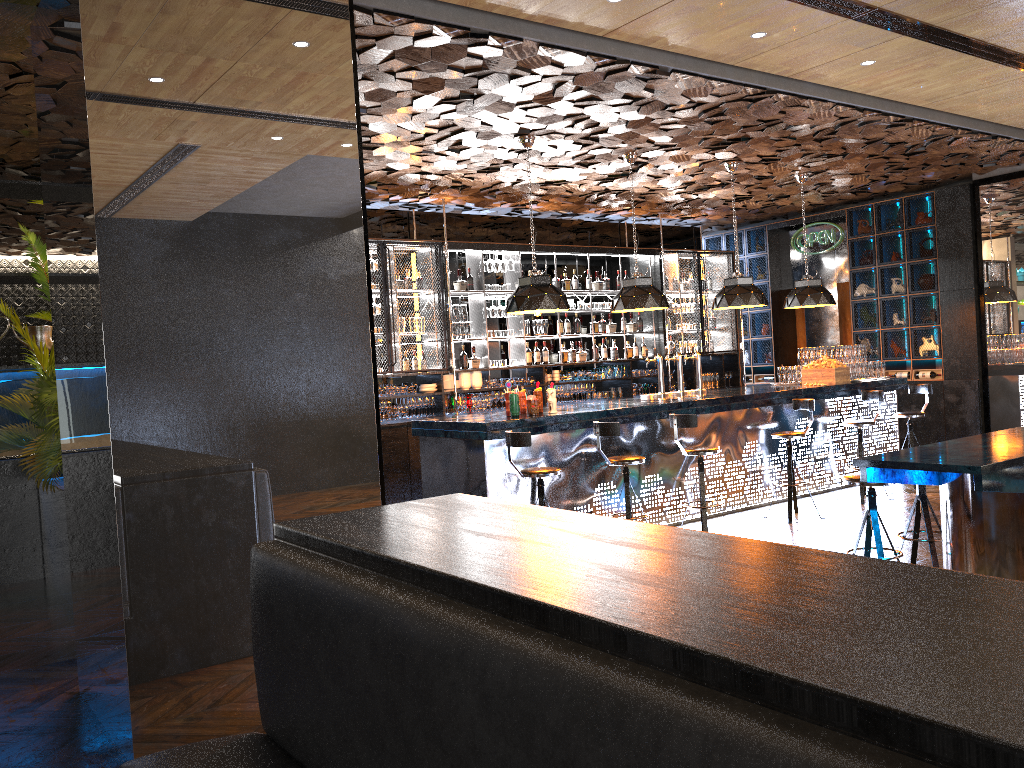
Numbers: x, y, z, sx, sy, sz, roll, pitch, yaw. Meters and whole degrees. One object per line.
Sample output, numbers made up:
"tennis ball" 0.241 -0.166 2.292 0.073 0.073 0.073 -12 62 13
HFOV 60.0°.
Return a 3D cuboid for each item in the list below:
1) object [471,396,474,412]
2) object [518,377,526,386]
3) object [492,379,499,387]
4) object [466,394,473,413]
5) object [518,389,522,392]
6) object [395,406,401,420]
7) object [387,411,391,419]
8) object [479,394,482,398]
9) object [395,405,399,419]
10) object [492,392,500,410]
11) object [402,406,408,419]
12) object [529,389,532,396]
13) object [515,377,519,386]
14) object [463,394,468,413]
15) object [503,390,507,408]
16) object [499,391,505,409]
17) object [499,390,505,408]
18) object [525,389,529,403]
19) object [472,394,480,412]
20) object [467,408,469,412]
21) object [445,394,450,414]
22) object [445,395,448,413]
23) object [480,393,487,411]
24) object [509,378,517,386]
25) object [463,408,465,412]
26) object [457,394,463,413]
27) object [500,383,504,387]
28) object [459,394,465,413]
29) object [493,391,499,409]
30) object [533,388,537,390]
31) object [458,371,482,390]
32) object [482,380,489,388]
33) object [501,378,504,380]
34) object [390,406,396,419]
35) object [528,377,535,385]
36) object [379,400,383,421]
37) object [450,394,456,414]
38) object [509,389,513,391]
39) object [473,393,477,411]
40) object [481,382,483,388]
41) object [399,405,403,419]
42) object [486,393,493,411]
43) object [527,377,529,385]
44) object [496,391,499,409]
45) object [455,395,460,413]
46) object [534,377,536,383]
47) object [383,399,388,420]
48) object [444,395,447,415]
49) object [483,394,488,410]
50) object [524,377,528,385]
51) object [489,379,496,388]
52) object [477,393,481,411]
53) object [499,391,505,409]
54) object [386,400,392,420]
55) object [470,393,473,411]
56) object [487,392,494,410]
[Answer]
"object" -0.478 0.227 10.635 0.082 0.213 0.082 -3 2 30
"object" 0.122 -0.033 10.973 0.093 0.099 0.093 -4 1 -16
"object" -0.202 -0.008 10.797 0.089 0.100 0.100 -4 1 1
"object" -0.504 0.231 10.510 0.082 0.213 0.082 -4 1 -6
"object" 0.115 0.176 10.938 0.071 0.226 0.071 -3 2 26
"object" -1.281 0.325 9.982 0.065 0.146 0.074 -3 2 31
"object" -1.400 0.328 10.145 0.065 0.146 0.074 -4 1 -6
"object" -0.370 0.215 10.825 0.082 0.213 0.082 -2 2 42
"object" -1.326 0.322 10.214 0.074 0.146 0.065 -4 1 -13
"object" -0.194 0.205 10.727 0.084 0.216 0.084 -2 2 43
"object" -1.206 0.319 10.042 0.074 0.146 0.065 -5 2 -41
"object" 0.230 0.169 11.126 0.071 0.217 0.071 -4 2 -27
"object" 0.058 -0.031 11.055 0.093 0.099 0.093 -3 1 26
"object" -0.554 0.232 10.585 0.082 0.213 0.082 -5 2 -43
"object" -0.069 0.184 11.073 0.071 0.226 0.071 -3 2 26
"object" -0.117 0.199 10.780 0.084 0.216 0.084 -4 1 -20
"object" -0.123 0.186 11.131 0.071 0.226 0.071 -3 2 26
"object" 0.178 0.175 11.020 0.092 0.218 0.092 -3 1 15
"object" -0.432 0.225 10.562 0.082 0.213 0.082 -4 1 -6
"object" -0.525 0.228 10.714 0.082 0.213 0.082 -4 1 -15
"object" -0.770 0.239 10.518 0.073 0.229 0.073 -2 2 43
"object" -0.783 0.243 10.406 0.073 0.229 0.073 -2 2 43
"object" -0.347 0.219 10.622 0.082 0.213 0.082 -4 1 -2
"object" 0.013 -0.025 10.952 0.093 0.099 0.093 -4 1 -19
"object" -0.579 0.229 10.781 0.082 0.213 0.082 -4 1 -5
"object" -0.603 0.230 10.468 0.073 0.229 0.073 -2 2 43
"object" -0.121 0.013 10.817 0.049 0.048 0.044 -3 1 7
"object" -0.603 0.234 10.657 0.082 0.213 0.082 -3 1 14
"object" -0.201 0.198 11.054 0.084 0.216 0.084 -4 1 -13
"object" 0.303 0.164 11.131 0.071 0.217 0.071 -4 2 -27
"object" -0.498 -0.044 10.617 0.309 0.216 0.149 -5 2 -38
"object" -0.308 -0.001 10.792 0.089 0.100 0.100 -3 2 27
"object" -0.112 -0.022 11.125 0.093 0.099 0.093 -4 2 -34
"object" -1.343 0.327 10.066 0.065 0.146 0.074 -4 1 -23
"object" 0.242 -0.040 11.047 0.095 0.096 0.095 -3 2 28
"object" -1.471 0.297 9.893 0.077 0.229 0.088 -3 1 14
"object" -0.685 0.236 10.415 0.073 0.229 0.073 -2 2 43
"object" -0.018 0.183 10.995 0.071 0.226 0.071 -3 2 26
"object" -0.449 0.222 10.768 0.082 0.213 0.082 -4 1 -4
"object" -0.378 0.001 10.889 0.100 0.100 0.089 -4 2 -28
"object" -1.269 0.321 10.128 0.065 0.146 0.074 -4 1 -13
"object" -0.271 0.213 10.674 0.082 0.213 0.082 -4 1 -6
"object" 0.200 -0.042 11.237 0.095 0.096 0.095 -3 1 5
"object" -0.191 0.201 10.889 0.084 0.216 0.084 -5 2 -43
"object" -0.658 0.236 10.727 0.082 0.213 0.082 -3 2 31
"object" 0.258 -0.043 11.147 0.095 0.096 0.095 -4 1 -12
"object" -1.456 0.292 10.050 0.088 0.229 0.077 -4 2 -34
"object" -0.792 0.245 10.314 0.073 0.229 0.073 -2 2 43
"object" -0.319 0.214 10.752 0.082 0.213 0.082 -3 2 35
"object" 0.161 -0.037 11.117 0.095 0.096 0.095 -4 2 -35
"object" -0.236 -0.003 10.704 0.100 0.100 0.089 -4 2 -31
"object" -0.397 0.220 10.695 0.082 0.213 0.082 -3 2 34
"object" -0.125 0.196 10.944 0.084 0.216 0.084 -3 1 7
"object" -1.387 0.291 9.948 0.088 0.229 0.077 -5 2 -36
"object" -0.499 0.223 10.842 0.082 0.213 0.082 -5 2 -36
"object" -0.267 0.207 10.839 0.084 0.216 0.084 -4 1 -24
